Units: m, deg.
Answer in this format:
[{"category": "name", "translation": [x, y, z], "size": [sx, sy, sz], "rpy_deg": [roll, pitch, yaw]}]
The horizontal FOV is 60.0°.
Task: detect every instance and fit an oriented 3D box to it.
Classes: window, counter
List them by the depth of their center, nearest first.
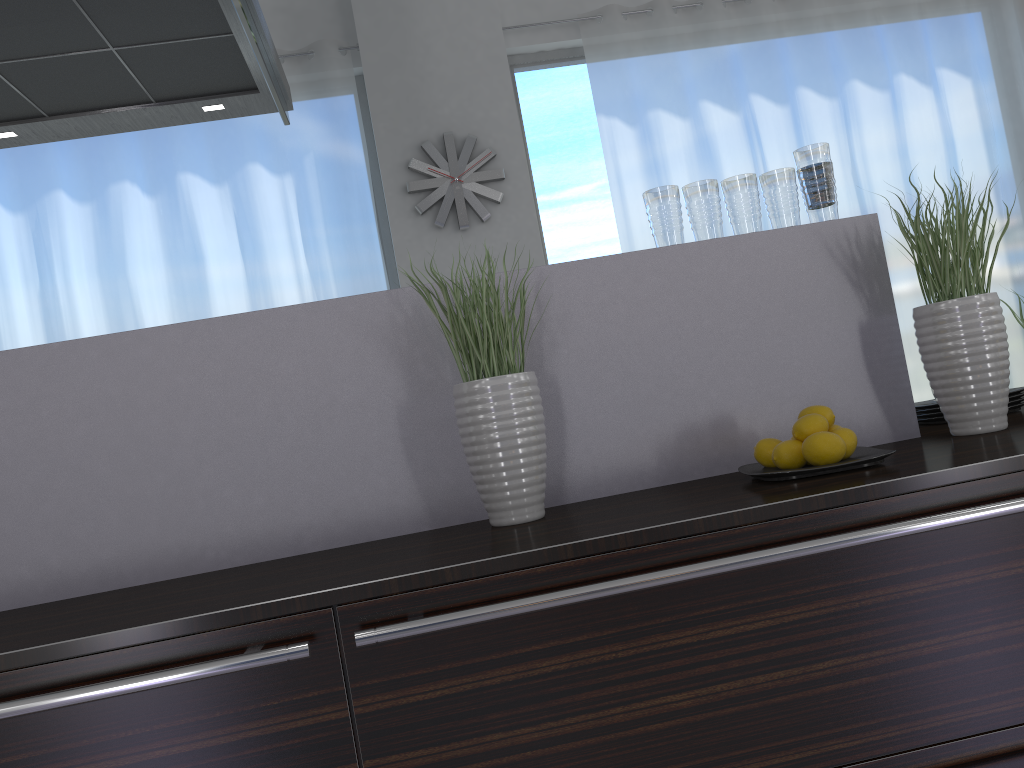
[{"category": "counter", "translation": [0.270, 0.407, 1.830], "size": [3.291, 1.300, 1.302], "rpy_deg": [-10, -2, -7]}, {"category": "window", "translation": [-2.061, -0.190, 4.630], "size": [3.000, 2.500, 0.100], "rpy_deg": [-10, -2, -7]}, {"category": "window", "translation": [1.610, -0.823, 5.061], "size": [3.000, 2.500, 0.100], "rpy_deg": [-10, -2, -7]}]

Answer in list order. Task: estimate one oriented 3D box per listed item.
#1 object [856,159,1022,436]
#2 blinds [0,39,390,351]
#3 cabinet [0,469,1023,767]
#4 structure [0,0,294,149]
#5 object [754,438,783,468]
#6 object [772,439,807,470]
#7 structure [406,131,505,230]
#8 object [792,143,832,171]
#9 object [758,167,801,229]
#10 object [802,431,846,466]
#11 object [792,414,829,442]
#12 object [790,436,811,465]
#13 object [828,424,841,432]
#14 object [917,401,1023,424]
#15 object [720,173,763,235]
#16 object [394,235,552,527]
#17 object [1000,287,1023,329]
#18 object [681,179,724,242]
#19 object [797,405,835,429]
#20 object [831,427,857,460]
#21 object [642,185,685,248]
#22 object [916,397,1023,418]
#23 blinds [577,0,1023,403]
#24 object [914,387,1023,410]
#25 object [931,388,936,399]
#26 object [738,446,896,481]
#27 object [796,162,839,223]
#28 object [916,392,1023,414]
[{"category": "object", "translation": [0.831, -0.163, 1.619], "size": [0.247, 0.502, 0.269], "rpy_deg": [-12, -3, 36]}, {"category": "blinds", "translation": [-2.164, 0.009, 4.382], "size": [3.245, 3.112, 0.120], "rpy_deg": [-10, -2, -7]}, {"category": "cabinet", "translation": [0.308, 0.627, 1.810], "size": [3.285, 0.852, 1.377], "rpy_deg": [-10, -2, -7]}, {"category": "structure", "translation": [-1.170, -1.294, 2.120], "size": [0.981, 1.231, 0.915], "rpy_deg": [-10, -2, -7]}, {"category": "object", "translation": [0.447, 0.119, 1.523], "size": [0.061, 0.054, 0.052], "rpy_deg": [-12, -3, 40]}, {"category": "object", "translation": [0.462, 0.118, 1.469], "size": [0.063, 0.051, 0.053], "rpy_deg": [-10, -2, -3]}, {"category": "structure", "translation": [-0.286, -1.038, 4.529], "size": [0.505, 0.505, 0.076], "rpy_deg": [-10, -2, -7]}, {"category": "object", "translation": [0.613, -0.416, 1.786], "size": [0.072, 0.119, 0.071], "rpy_deg": [-11, -3, 33]}, {"category": "object", "translation": [0.540, -0.364, 1.776], "size": [0.072, 0.119, 0.071], "rpy_deg": [-11, -3, 33]}, {"category": "object", "translation": [0.502, 0.105, 1.427], "size": [0.070, 0.058, 0.060], "rpy_deg": [-10, -2, -8]}, {"category": "object", "translation": [0.496, 0.074, 1.475], "size": [0.061, 0.047, 0.053], "rpy_deg": [-10, -2, -4]}, {"category": "object", "translation": [0.505, 0.109, 1.516], "size": [0.057, 0.060, 0.071], "rpy_deg": [-10, -2, -5]}, {"category": "object", "translation": [0.554, 0.096, 1.532], "size": [0.051, 0.053, 0.063], "rpy_deg": [-11, -3, 34]}, {"category": "object", "translation": [1.011, 0.066, 1.985], "size": [0.232, 0.020, 0.232], "rpy_deg": [-10, -2, 2]}, {"category": "object", "translation": [0.461, -0.350, 1.766], "size": [0.072, 0.119, 0.071], "rpy_deg": [-11, -3, 33]}, {"category": "object", "translation": [-0.037, -0.014, 1.492], "size": [0.269, 0.502, 0.247], "rpy_deg": [-10, -2, -6]}, {"category": "object", "translation": [2.903, 0.023, 4.382], "size": [0.713, 1.334, 0.656], "rpy_deg": [-10, -2, -6]}, {"category": "object", "translation": [0.382, -0.337, 1.757], "size": [0.072, 0.119, 0.071], "rpy_deg": [-11, -3, 33]}, {"category": "object", "translation": [0.522, 0.060, 1.520], "size": [0.053, 0.048, 0.063], "rpy_deg": [-8, -3, -41]}, {"category": "object", "translation": [0.545, 0.100, 1.475], "size": [0.061, 0.054, 0.052], "rpy_deg": [-9, -3, -30]}, {"category": "object", "translation": [0.303, -0.323, 1.748], "size": [0.071, 0.119, 0.072], "rpy_deg": [-12, -3, 43]}, {"category": "object", "translation": [1.009, 0.057, 1.985], "size": [0.232, 0.020, 0.232], "rpy_deg": [-10, -2, 2]}, {"category": "blinds", "translation": [2.013, -0.712, 4.872], "size": [2.830, 3.112, 0.120], "rpy_deg": [-10, -2, -7]}, {"category": "object", "translation": [0.819, 0.008, 2.047], "size": [0.646, 0.147, 0.269], "rpy_deg": [-11, -2, 18]}, {"category": "object", "translation": [1.110, 0.035, 2.249], "size": [0.153, 0.069, 0.153], "rpy_deg": [-11, -2, 27]}, {"category": "object", "translation": [0.503, 0.135, 1.478], "size": [0.232, 0.020, 0.232], "rpy_deg": [-10, -2, 2]}, {"category": "object", "translation": [0.619, -0.378, 1.785], "size": [0.072, 0.119, 0.071], "rpy_deg": [-11, -3, 33]}, {"category": "object", "translation": [1.007, 0.047, 1.985], "size": [0.232, 0.020, 0.232], "rpy_deg": [-10, -2, -3]}]
